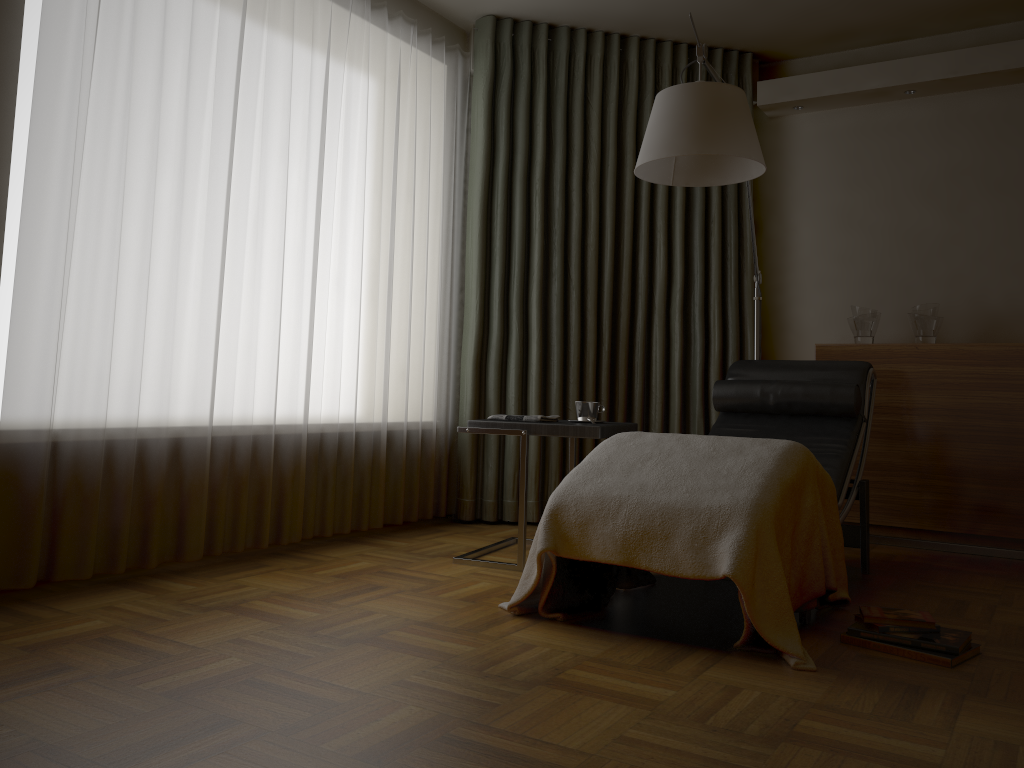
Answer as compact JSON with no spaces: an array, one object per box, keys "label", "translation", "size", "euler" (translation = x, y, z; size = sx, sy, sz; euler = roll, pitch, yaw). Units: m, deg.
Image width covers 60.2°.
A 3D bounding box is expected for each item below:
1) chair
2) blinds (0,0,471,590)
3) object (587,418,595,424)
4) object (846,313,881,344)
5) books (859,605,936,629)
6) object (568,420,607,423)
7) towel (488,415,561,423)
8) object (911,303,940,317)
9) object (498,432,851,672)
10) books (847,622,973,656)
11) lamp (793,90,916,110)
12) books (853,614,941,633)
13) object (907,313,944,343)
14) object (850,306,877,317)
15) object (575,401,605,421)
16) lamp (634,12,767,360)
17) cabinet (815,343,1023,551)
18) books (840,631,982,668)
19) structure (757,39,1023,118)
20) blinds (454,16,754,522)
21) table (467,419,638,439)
[{"label":"chair","translation":[0.820,0.282,3.088],"size":[0.635,0.803,1.779],"euler":[-1,-2,32]},{"label":"blinds","translation":[-0.809,-0.551,3.424],"size":[0.092,2.308,2.183],"euler":[-2,-5,32]},{"label":"object","translation":[0.297,0.137,3.287],"size":[0.029,0.020,0.123],"euler":[2,-1,1]},{"label":"object","translation":[1.681,-0.261,4.219],"size":[0.155,0.155,0.155],"euler":[2,-3,-11]},{"label":"books","translation":[1.014,0.614,2.331],"size":[0.173,0.018,0.123],"euler":[2,-1,16]},{"label":"object","translation":[0.287,0.144,3.387],"size":[0.150,0.009,0.149],"euler":[1,-1,37]},{"label":"towel","translation":[0.052,0.132,3.367],"size":[0.240,0.035,0.178],"euler":[1,-1,36]},{"label":"object","translation":[1.909,-0.294,4.080],"size":[0.122,0.151,0.121],"euler":[1,-4,12]},{"label":"object","translation":[0.523,0.419,2.636],"size":[0.917,0.524,0.904],"euler":[1,-2,32]},{"label":"books","translation":[1.039,0.652,2.307],"size":[0.264,0.020,0.188],"euler":[1,-1,36]},{"label":"lamp","translation":[1.981,-1.457,4.370],"size":[1.157,0.028,0.050],"euler":[1,-2,32]},{"label":"books","translation":[1.016,0.633,2.336],"size":[0.172,0.018,0.123],"euler":[2,-1,-9]},{"label":"object","translation":[1.908,-0.255,4.076],"size":[0.155,0.155,0.155],"euler":[1,-3,22]},{"label":"object","translation":[1.682,-0.299,4.222],"size":[0.122,0.151,0.122],"euler":[1,-4,14]},{"label":"object","translation":[0.292,0.108,3.396],"size":[0.098,0.079,0.110],"euler":[0,-3,33]},{"label":"lamp","translation":[0.918,-0.257,3.420],"size":[0.451,1.982,1.406],"euler":[-2,-5,36]},{"label":"cabinet","translation":[2.237,0.265,3.863],"size":[1.673,0.869,0.413],"euler":[1,-4,32]},{"label":"books","translation":[1.031,0.673,2.290],"size":[0.199,0.022,0.280],"euler":[2,-1,-44]},{"label":"structure","translation":[2.288,-1.504,4.197],"size":[2.178,0.131,0.272],"euler":[1,-1,32]},{"label":"blinds","translation":[0.516,-0.564,4.466],"size":[1.531,2.472,0.223],"euler":[3,-6,-13]},{"label":"table","translation":[0.168,0.168,3.406],"size":[0.517,0.045,0.496],"euler":[2,-1,23]}]
